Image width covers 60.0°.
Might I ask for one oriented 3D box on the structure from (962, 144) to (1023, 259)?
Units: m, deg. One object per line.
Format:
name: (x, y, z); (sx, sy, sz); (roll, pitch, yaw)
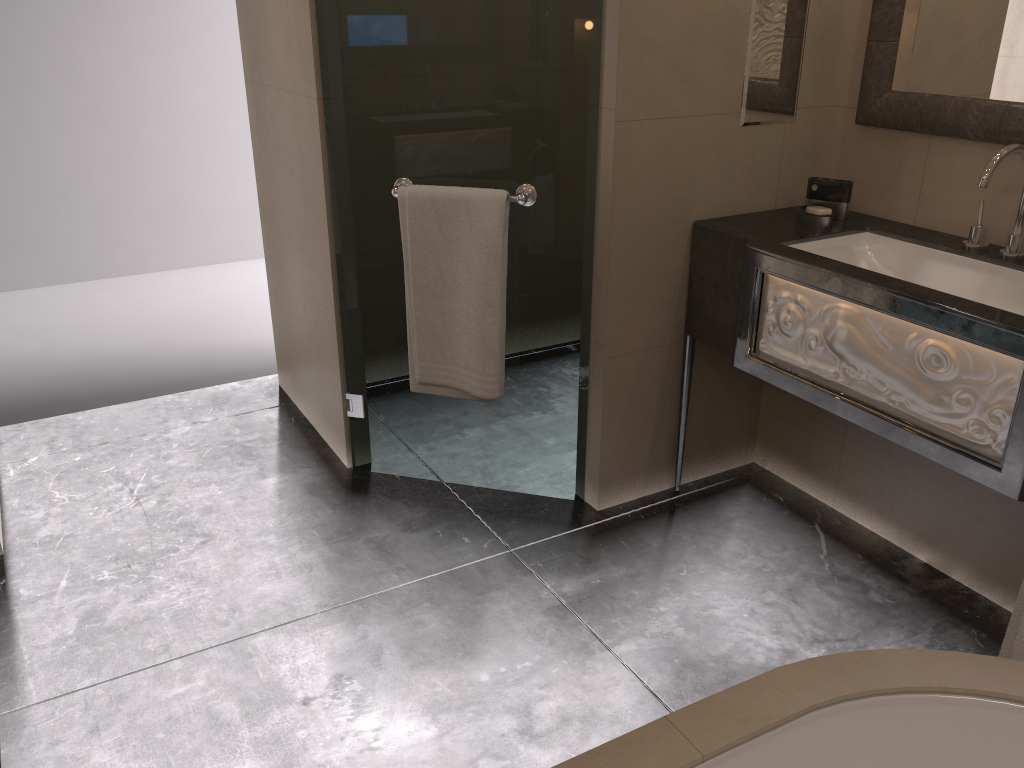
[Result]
structure: (1.186, -0.418, 2.045); (0.223, 0.268, 0.242); (11, 26, 23)

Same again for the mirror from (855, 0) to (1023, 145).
mirror: (1.244, -1.143, 1.785); (0.041, 1.321, 1.131); (-13, 26, -27)

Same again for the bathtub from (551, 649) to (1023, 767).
bathtub: (0.187, 0.936, 0.727); (2.662, 0.540, 1.060); (-13, 26, -27)

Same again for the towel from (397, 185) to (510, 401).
towel: (-0.151, -0.252, 2.535); (0.313, 0.629, 0.154); (12, 26, 25)

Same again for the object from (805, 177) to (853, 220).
object: (0.889, -0.522, 2.493); (0.124, 0.104, 0.038); (15, 28, 32)

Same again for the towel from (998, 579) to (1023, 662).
towel: (1.032, 0.481, 1.692); (0.173, 0.455, 0.116); (19, 30, 38)

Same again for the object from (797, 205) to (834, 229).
object: (0.831, -0.459, 2.433); (0.080, 0.035, 0.133); (-5, 24, -10)

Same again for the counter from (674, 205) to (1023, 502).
counter: (1.020, 0.127, 2.202); (0.543, 0.858, 1.330); (-13, 26, -27)

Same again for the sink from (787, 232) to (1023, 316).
sink: (0.998, -0.190, 2.052); (0.349, 0.135, 0.760); (-13, 26, -27)

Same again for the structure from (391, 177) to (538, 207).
structure: (-0.140, -0.517, 2.413); (0.415, 0.061, 0.074); (6, 24, 14)

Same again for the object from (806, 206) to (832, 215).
object: (0.833, -0.471, 2.407); (0.051, 0.022, 0.077); (-4, 24, -9)
